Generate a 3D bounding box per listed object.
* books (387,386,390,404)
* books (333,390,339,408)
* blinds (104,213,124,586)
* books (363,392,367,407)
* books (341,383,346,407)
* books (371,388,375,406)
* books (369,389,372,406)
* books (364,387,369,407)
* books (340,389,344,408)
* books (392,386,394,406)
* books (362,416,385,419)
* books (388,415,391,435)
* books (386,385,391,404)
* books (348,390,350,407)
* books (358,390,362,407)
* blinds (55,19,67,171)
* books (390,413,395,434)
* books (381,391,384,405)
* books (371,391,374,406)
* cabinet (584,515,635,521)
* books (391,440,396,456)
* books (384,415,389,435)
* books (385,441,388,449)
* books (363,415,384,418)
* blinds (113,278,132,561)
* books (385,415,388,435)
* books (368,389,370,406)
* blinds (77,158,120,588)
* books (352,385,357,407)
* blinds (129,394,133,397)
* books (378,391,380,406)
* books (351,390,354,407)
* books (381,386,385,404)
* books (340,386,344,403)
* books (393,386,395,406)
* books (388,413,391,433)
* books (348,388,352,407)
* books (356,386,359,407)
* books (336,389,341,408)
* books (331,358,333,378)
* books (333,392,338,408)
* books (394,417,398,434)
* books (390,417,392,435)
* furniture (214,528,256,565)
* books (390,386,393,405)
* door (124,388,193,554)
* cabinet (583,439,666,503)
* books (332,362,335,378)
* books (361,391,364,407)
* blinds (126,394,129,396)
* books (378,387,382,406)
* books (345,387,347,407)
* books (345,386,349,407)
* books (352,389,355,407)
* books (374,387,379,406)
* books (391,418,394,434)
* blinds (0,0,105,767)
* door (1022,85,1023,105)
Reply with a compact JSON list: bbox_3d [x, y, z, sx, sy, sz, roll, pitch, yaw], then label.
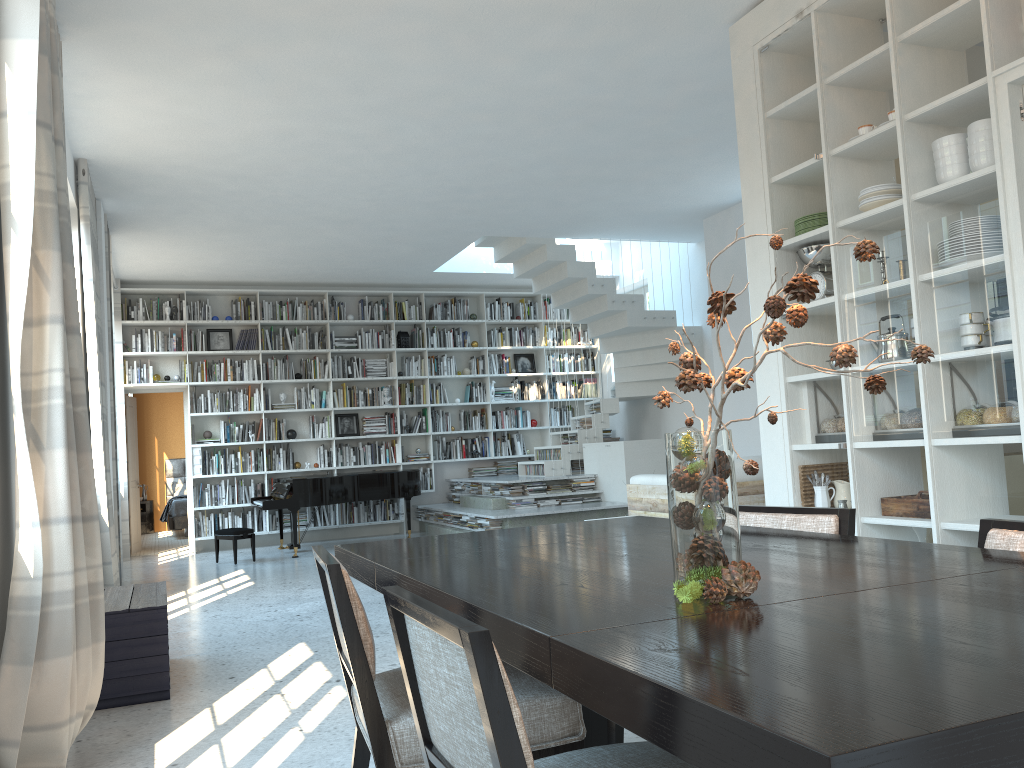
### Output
[{"bbox_3d":[-1.621,0.166,11.526,0.025,0.259,0.130,-2,-4,-22],"label":"books"},{"bbox_3d":[-2.237,0.195,11.280,0.042,0.242,0.162,-2,-4,-22],"label":"books"},{"bbox_3d":[-3.591,0.173,7.865,0.140,3.228,0.777,-2,-4,-22],"label":"blinds"},{"bbox_3d":[-1.908,0.206,11.418,0.050,0.198,0.146,-2,-4,-22],"label":"books"},{"bbox_3d":[-2.141,0.152,11.291,0.014,0.317,0.188,-2,-4,-22],"label":"books"},{"bbox_3d":[-1.792,0.177,11.431,0.012,0.245,0.186,-2,-4,-22],"label":"books"},{"bbox_3d":[-1.841,0.190,11.419,0.029,0.224,0.185,-2,-4,-22],"label":"books"},{"bbox_3d":[-1.876,0.175,11.423,0.014,0.258,0.161,-2,-4,-22],"label":"books"},{"bbox_3d":[-2.180,0.194,11.305,0.029,0.240,0.156,-2,-4,-22],"label":"books"},{"bbox_3d":[-1.570,0.165,11.554,0.014,0.260,0.137,-2,-4,-22],"label":"books"},{"bbox_3d":[-1.789,0.433,11.436,0.254,0.012,0.161,-2,-5,-25],"label":"books"},{"bbox_3d":[-1.608,0.535,11.505,0.013,0.256,0.163,-2,-4,-22],"label":"books"},{"bbox_3d":[-1.603,0.157,11.546,0.025,0.279,0.108,-2,-4,-22],"label":"books"},{"bbox_3d":[-2.103,0.198,11.343,0.024,0.228,0.147,-2,-4,-22],"label":"books"},{"bbox_3d":[-1.966,0.199,11.381,0.024,0.216,0.175,-2,-4,-22],"label":"books"},{"bbox_3d":[-2.099,-0.210,4.153,0.132,3.259,0.723,-2,-4,-23],"label":"blinds"},{"bbox_3d":[-1.552,0.520,11.515,0.011,0.279,0.186,-2,-4,-22],"label":"books"},{"bbox_3d":[-1.691,0.198,11.497,0.035,0.201,0.149,-2,-4,-22],"label":"books"},{"bbox_3d":[-1.814,0.201,11.431,0.029,0.200,0.178,-2,-4,-22],"label":"books"},{"bbox_3d":[0.768,1.129,5.783,0.380,0.486,0.503,-2,-4,-22],"label":"cabinet"},{"bbox_3d":[-1.534,0.876,11.507,0.011,0.300,0.149,-2,-4,-22],"label":"books"},{"bbox_3d":[-1.625,0.532,11.487,0.011,0.260,0.184,-2,-4,-22],"label":"books"},{"bbox_3d":[-1.621,0.887,11.481,0.010,0.283,0.132,-2,-4,-22],"label":"books"},{"bbox_3d":[-1.789,0.421,11.435,0.254,0.012,0.161,-2,-4,-18],"label":"books"},{"bbox_3d":[-4.619,0.425,10.452,0.140,3.228,0.777,-2,-4,-22],"label":"blinds"},{"bbox_3d":[-1.637,0.536,11.485,0.012,0.254,0.161,-2,-4,-22],"label":"books"},{"bbox_3d":[-1.863,0.187,11.423,0.010,0.234,0.175,-2,-4,-22],"label":"books"},{"bbox_3d":[-3.097,0.033,6.634,0.183,3.259,1.027,-2,-4,-23],"label":"blinds"},{"bbox_3d":[-2.021,0.167,11.362,0.013,0.283,0.177,-2,-4,-22],"label":"books"},{"bbox_3d":[-6.082,0.784,14.130,0.140,3.228,0.777,-2,-4,-22],"label":"blinds"},{"bbox_3d":[-1.742,0.197,11.486,0.022,0.206,0.114,-2,-4,-22],"label":"books"},{"bbox_3d":[-2.054,0.196,11.346,0.012,0.227,0.170,-2,-4,-22],"label":"books"},{"bbox_3d":[-1.673,0.167,11.516,0.014,0.263,0.135,-2,-4,-22],"label":"books"},{"bbox_3d":[-2.168,0.173,11.325,0.010,0.283,0.136,-2,-4,-22],"label":"books"},{"bbox_3d":[-1.555,0.163,11.567,0.023,0.264,0.107,-2,-4,-22],"label":"books"},{"bbox_3d":[-1.597,0.518,11.510,0.011,0.288,0.152,-2,-4,-22],"label":"books"},{"bbox_3d":[-2.082,0.182,11.359,0.028,0.259,0.134,-2,-4,-22],"label":"books"},{"bbox_3d":[-1.997,0.173,11.356,0.028,0.267,0.190,-2,-4,-22],"label":"books"},{"bbox_3d":[-2.208,0.192,11.301,0.026,0.248,0.139,-2,-4,-22],"label":"books"},{"bbox_3d":[-2.307,-0.183,11.278,0.026,0.267,0.171,-2,-4,-22],"label":"books"},{"bbox_3d":[-2.249,0.211,11.261,0.053,0.208,0.156,-2,-4,-22],"label":"books"},{"bbox_3d":[-1.526,0.544,11.512,0.034,0.229,0.199,-2,-4,-22],"label":"books"},{"bbox_3d":[-1.587,0.546,11.519,0.013,0.232,0.134,-2,-4,-22],"label":"books"},{"bbox_3d":[-2.859,1.662,9.150,0.467,0.353,0.240,-7,-5,43],"label":"furniture"},{"bbox_3d":[-1.578,0.161,11.537,0.014,0.266,0.154,-2,-4,-22],"label":"books"},{"bbox_3d":[-4.421,1.079,10.933,0.834,1.979,0.787,-2,-4,-22],"label":"door"},{"bbox_3d":[1.263,0.984,10.061,0.551,0.667,0.994,-2,-4,-22],"label":"cabinet"},{"bbox_3d":[-2.287,-0.164,11.301,0.027,0.228,0.147,-2,-4,-22],"label":"books"},{"bbox_3d":[-1.941,0.199,11.392,0.030,0.214,0.169,-2,-4,-22],"label":"books"},{"bbox_3d":[-5.053,0.532,11.543,0.140,3.228,0.777,-2,-4,-22],"label":"blinds"},{"bbox_3d":[-1.720,0.170,11.490,0.024,0.259,0.126,-2,-4,-22],"label":"books"},{"bbox_3d":[-2.127,0.177,11.294,0.015,0.266,0.189,-2,-4,-22],"label":"books"},{"bbox_3d":[-2.111,0.170,11.316,0.010,0.280,0.170,-2,-4,-22],"label":"books"},{"bbox_3d":[-2.040,0.192,11.360,0.025,0.236,0.137,-2,-4,-22],"label":"books"},{"bbox_3d":[-1.759,0.171,11.463,0.025,0.258,0.150,-2,-4,-22],"label":"books"},{"bbox_3d":[-1.571,0.553,11.523,0.021,0.217,0.132,-2,-4,-22],"label":"books"},{"bbox_3d":[-1.600,-0.225,2.931,0.359,3.050,0.846,-2,-4,-18],"label":"blinds"},{"bbox_3d":[2.391,-0.030,3.311,0.839,2.226,0.067,-3,-4,-12],"label":"door"}]
